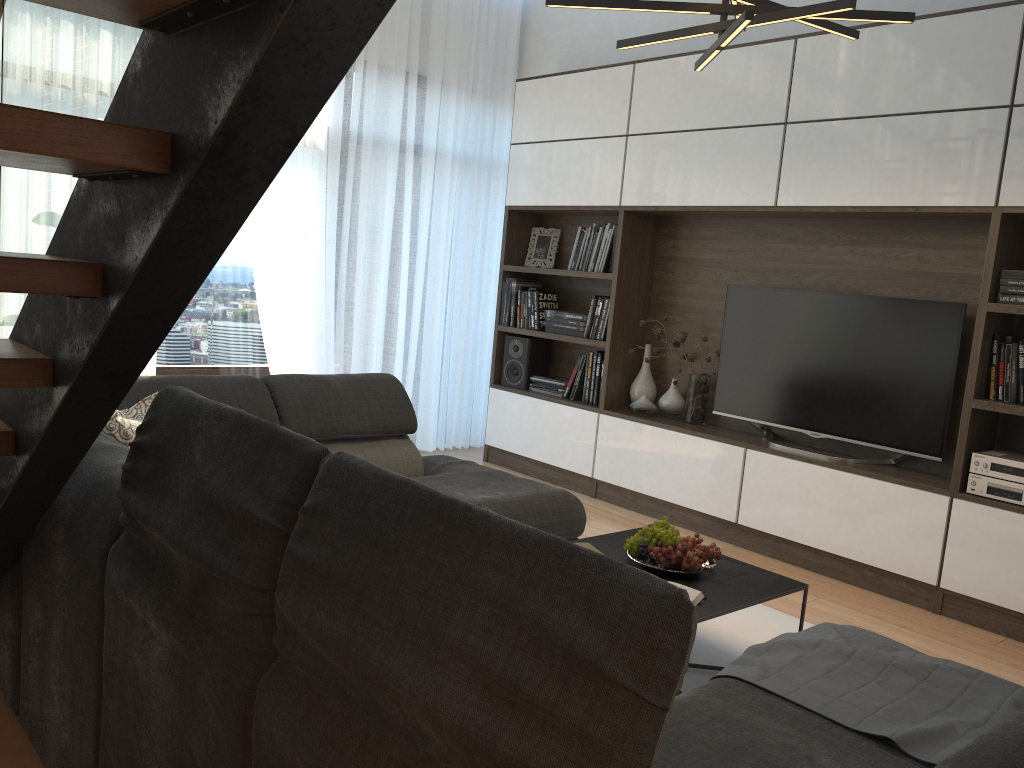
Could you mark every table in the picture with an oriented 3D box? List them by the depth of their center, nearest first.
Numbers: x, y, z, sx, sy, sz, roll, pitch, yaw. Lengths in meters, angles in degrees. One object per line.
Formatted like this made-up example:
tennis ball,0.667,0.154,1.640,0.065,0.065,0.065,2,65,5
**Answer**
table,0.460,0.765,2.932,0.700,0.323,0.700,-1,9,-41

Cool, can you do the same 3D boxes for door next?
door,-1.679,-0.554,5.386,1.118,1.976,0.206,1,8,-32

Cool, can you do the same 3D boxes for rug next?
rug,0.617,0.958,2.922,1.606,0.013,2.496,-1,9,-42

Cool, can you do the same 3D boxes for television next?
television,1.523,-0.053,4.307,0.229,0.779,1.220,-1,9,-41

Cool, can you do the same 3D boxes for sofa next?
sofa,-0.132,0.444,2.544,2.108,0.995,3.169,-1,9,-41

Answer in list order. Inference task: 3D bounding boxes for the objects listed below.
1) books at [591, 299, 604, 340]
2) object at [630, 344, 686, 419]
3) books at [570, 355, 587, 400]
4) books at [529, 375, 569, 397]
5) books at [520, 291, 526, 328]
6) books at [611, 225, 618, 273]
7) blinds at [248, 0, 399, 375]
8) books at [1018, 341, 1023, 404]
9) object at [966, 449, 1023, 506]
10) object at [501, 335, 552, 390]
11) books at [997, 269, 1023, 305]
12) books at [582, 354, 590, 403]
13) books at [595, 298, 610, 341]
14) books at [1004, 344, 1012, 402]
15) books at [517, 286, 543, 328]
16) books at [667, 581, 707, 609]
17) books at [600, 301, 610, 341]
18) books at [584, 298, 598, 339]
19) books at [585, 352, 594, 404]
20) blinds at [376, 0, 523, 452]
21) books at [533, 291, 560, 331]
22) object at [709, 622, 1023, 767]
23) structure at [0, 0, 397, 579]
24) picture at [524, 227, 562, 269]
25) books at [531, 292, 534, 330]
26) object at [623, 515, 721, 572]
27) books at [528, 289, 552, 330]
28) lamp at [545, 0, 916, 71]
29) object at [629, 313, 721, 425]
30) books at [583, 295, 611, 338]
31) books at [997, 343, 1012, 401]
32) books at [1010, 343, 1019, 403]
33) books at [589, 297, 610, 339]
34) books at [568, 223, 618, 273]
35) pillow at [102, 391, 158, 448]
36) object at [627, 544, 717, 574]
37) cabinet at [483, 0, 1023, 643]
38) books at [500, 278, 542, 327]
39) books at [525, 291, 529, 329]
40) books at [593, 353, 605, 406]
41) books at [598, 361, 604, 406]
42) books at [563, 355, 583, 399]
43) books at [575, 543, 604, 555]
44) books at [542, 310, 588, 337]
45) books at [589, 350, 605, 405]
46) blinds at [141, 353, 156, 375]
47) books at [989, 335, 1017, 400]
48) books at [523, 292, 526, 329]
books,0.564,-0.381,5.253,0.179,0.243,0.071,-1,9,-42
object,0.843,-0.019,5.108,0.313,0.397,0.313,5,7,0
books,0.477,-0.040,5.455,0.210,0.289,0.100,-1,9,-42
books,0.270,0.012,5.658,0.204,0.099,0.325,-1,9,-41
books,0.133,-0.476,5.744,0.189,0.240,0.053,-1,9,-41
books,0.726,-0.798,5.257,0.259,0.321,0.128,-1,9,-41
blinds,-0.997,-2.281,5.085,0.589,5.579,0.858,8,8,25
books,2.114,-0.046,3.621,0.193,0.255,0.066,-1,9,-42
object,2.064,0.386,3.620,0.270,0.174,0.285,-1,9,-41
object,0.090,-0.146,5.858,0.214,0.331,0.244,11,9,38
books,2.169,-0.371,3.545,0.343,0.137,0.277,12,10,43
books,0.522,-0.034,5.407,0.213,0.301,0.028,-1,9,-41
books,0.598,-0.378,5.232,0.191,0.249,0.084,-1,9,-41
books,2.077,-0.045,3.657,0.170,0.236,0.049,-1,9,-41
books,0.116,-0.496,5.768,0.202,0.268,0.053,-1,9,-42
books,0.414,0.620,2.650,0.294,0.025,0.199,9,8,27
books,0.621,-0.378,5.207,0.197,0.260,0.066,-1,9,-41
books,0.521,-0.386,5.283,0.172,0.242,0.069,-1,9,-41
books,0.547,-0.037,5.386,0.237,0.314,0.034,-1,9,-41
blinds,-0.385,-2.304,5.733,1.163,5.581,0.218,-2,10,-44
books,0.219,-0.461,5.635,0.191,0.249,0.083,-1,9,-41
object,0.769,0.792,2.040,0.548,0.369,0.685,0,8,-34
structure,-0.405,-0.315,0.261,1.289,3.460,5.660,-1,9,-41
picture,0.211,-0.897,5.851,0.216,0.270,0.114,9,8,29
books,0.194,-0.463,5.658,0.177,0.242,0.066,-1,9,-42
object,0.546,0.522,2.951,0.256,0.173,0.279,-2,10,-44
books,0.180,-0.473,5.685,0.193,0.255,0.066,-1,9,-42
lamp,0.791,-2.816,2.458,1.200,3.645,0.831,1,8,-32
object,0.910,-0.091,4.918,0.542,0.598,0.317,4,7,-6
books,0.529,-0.400,5.316,0.197,0.260,0.066,-1,9,-41
books,2.066,-0.050,3.679,0.189,0.240,0.053,-1,9,-41
books,2.086,-0.045,3.635,0.169,0.242,0.050,-1,9,-42
books,0.557,-0.390,5.281,0.192,0.254,0.075,-1,9,-42
books,0.541,-0.829,5.421,0.185,0.299,0.367,-1,9,-41
pillow,-0.508,0.410,2.059,0.386,0.364,2.734,0,9,-38
object,0.531,0.591,2.959,0.295,0.026,0.295,11,9,41
cabinet,1.352,-0.414,4.426,0.338,2.494,4.036,-1,9,-41
books,0.062,-0.532,5.835,0.259,0.321,0.128,-1,9,-41
books,0.153,-0.472,5.700,0.169,0.242,0.050,-1,9,-42
books,0.591,-0.028,5.342,0.239,0.315,0.034,-1,9,-41
books,0.606,-0.003,5.315,0.200,0.272,0.028,-1,9,-41
books,0.456,-0.045,5.505,0.232,0.284,0.142,-1,9,-42
books,0.211,0.568,2.899,0.179,0.029,0.225,3,7,-19
books,0.401,-0.375,5.522,0.277,0.137,0.343,-1,9,-41
books,0.572,-0.038,5.363,0.237,0.326,0.026,-1,9,-41
blinds,-2.265,-2.269,4.070,1.374,5.581,0.218,-2,10,-44
books,2.050,-0.070,3.704,0.202,0.268,0.053,-1,9,-42
books,0.143,-0.471,5.721,0.170,0.236,0.049,-1,9,-41
